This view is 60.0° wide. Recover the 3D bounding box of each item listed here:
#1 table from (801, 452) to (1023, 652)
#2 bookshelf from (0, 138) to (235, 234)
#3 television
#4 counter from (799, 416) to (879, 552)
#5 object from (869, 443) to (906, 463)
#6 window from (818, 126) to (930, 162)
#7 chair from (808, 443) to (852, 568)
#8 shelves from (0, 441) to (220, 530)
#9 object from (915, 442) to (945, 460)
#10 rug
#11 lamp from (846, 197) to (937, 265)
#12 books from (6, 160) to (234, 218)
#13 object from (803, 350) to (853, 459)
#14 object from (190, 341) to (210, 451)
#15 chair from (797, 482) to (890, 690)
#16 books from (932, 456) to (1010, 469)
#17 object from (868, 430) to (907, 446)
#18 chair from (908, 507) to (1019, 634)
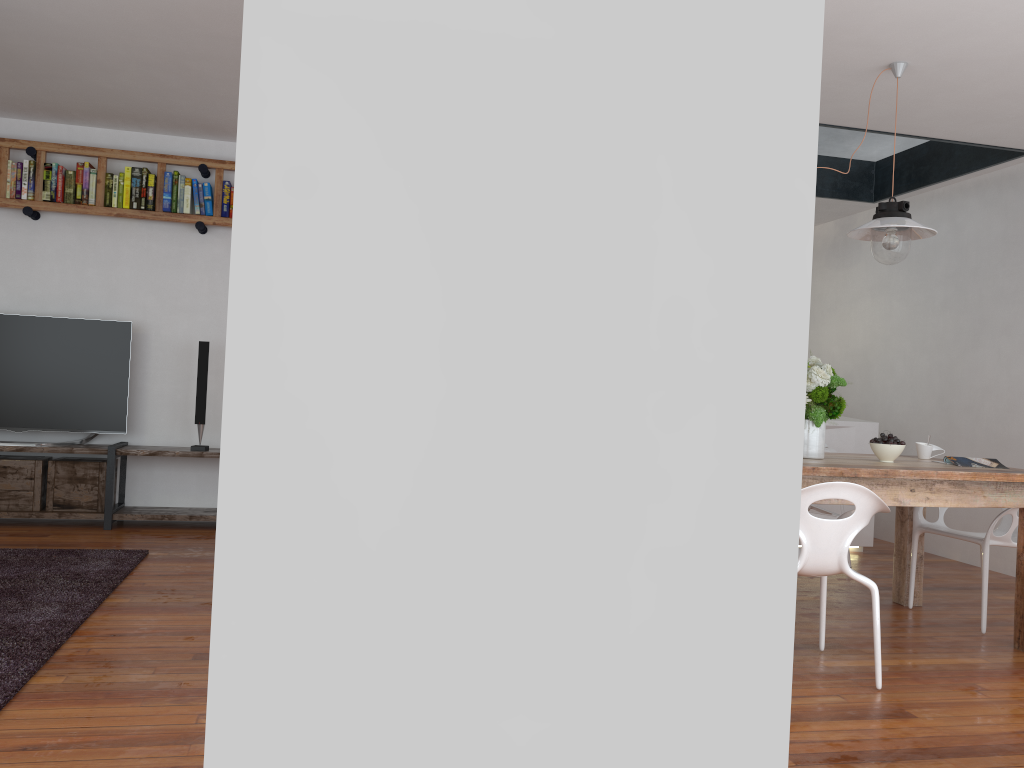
[{"bbox_3d":[1.226,0.686,3.846,1.910,0.735,0.969,3,0,-13],"label":"table"},{"bbox_3d":[-2.977,-1.263,5.514,2.983,0.465,0.161,3,0,-13],"label":"bookshelf"},{"bbox_3d":[-2.997,-0.027,5.426,1.230,0.786,0.298,3,0,-13],"label":"television"},{"bbox_3d":[1.182,0.615,6.065,2.289,0.903,0.956,3,0,-13],"label":"counter"},{"bbox_3d":[1.630,0.299,3.856,0.146,0.079,0.146,3,0,-4],"label":"object"},{"bbox_3d":[1.580,-1.715,5.611,2.700,0.035,1.546,3,0,-13],"label":"window"},{"bbox_3d":[1.879,0.716,5.453,0.428,0.765,0.492,3,0,32],"label":"chair"},{"bbox_3d":[-3.030,0.597,5.415,3.473,0.506,0.414,3,0,-13],"label":"shelves"},{"bbox_3d":[1.989,0.321,4.234,0.127,0.078,0.082,3,0,-8],"label":"object"},{"bbox_3d":[-2.503,0.850,2.947,1.895,0.019,3.193,3,0,-13],"label":"rug"},{"bbox_3d":[1.690,-0.682,3.952,0.372,0.306,0.372,3,-1,39],"label":"lamp"},{"bbox_3d":[-1.671,-2.047,6.053,5.671,1.974,0.733,3,0,-24],"label":"books"},{"bbox_3d":[1.273,0.082,3.880,0.371,0.476,0.432,3,0,29],"label":"object"},{"bbox_3d":[-1.950,0.076,5.589,0.089,0.687,0.089,3,0,-3],"label":"object"},{"bbox_3d":[1.050,0.682,3.215,0.577,0.710,0.505,3,0,-8],"label":"chair"},{"bbox_3d":[2.034,0.343,3.941,0.218,0.035,0.267,3,0,2],"label":"books"},{"bbox_3d":[1.633,0.249,3.856,0.159,0.095,0.141,3,0,-27],"label":"object"},{"bbox_3d":[2.245,0.749,4.167,0.505,0.710,0.577,3,0,-18],"label":"chair"}]
